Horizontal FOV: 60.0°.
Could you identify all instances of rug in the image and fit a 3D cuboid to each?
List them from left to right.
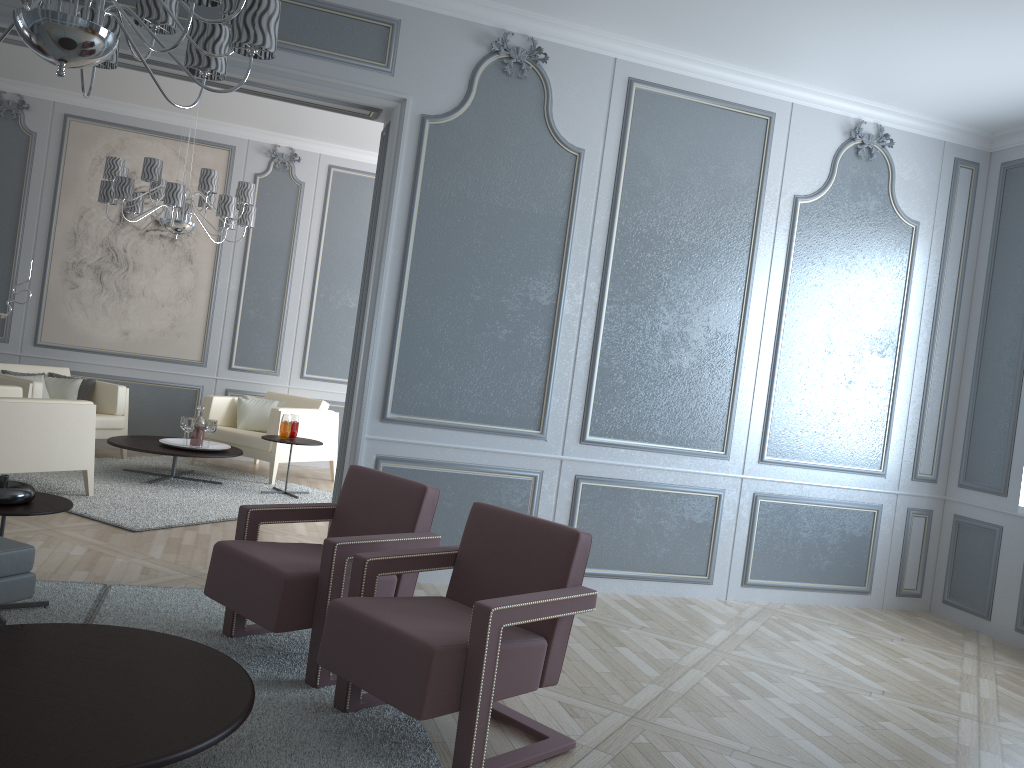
[{"bbox_3d":[-1.128,0.884,1.975,2.017,0.010,3.206,7,1,-17],"label":"rug"},{"bbox_3d":[-2.304,0.660,5.798,2.002,0.010,1.998,8,1,28],"label":"rug"}]

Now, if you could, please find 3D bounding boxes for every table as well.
[{"bbox_3d":[-1.744,0.585,3.012,0.414,0.385,0.414,7,1,-30],"label":"table"},{"bbox_3d":[-1.036,0.782,1.953,0.882,0.239,0.882,8,1,0],"label":"table"},{"bbox_3d":[-2.321,0.537,6.100,0.882,0.239,0.883,7,1,-20],"label":"table"},{"bbox_3d":[-1.527,0.571,6.064,0.414,0.385,0.414,8,1,30],"label":"table"}]

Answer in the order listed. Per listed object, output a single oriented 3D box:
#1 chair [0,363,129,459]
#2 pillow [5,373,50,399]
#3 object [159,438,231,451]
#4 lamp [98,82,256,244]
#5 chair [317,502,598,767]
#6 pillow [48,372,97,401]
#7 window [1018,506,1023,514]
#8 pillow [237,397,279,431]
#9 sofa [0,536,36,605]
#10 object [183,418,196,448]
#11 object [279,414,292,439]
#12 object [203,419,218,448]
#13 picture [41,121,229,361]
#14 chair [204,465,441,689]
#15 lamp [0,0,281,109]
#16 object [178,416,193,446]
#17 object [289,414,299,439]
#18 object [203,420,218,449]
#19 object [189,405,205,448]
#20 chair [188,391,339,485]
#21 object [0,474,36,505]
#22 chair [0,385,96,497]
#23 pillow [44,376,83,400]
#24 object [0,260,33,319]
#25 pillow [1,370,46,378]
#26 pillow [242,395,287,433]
[{"bbox_3d":[-3.352,0.200,6.419,0.738,0.621,0.854,8,1,28],"label":"chair"},{"bbox_3d":[-3.430,0.059,6.299,0.163,0.245,0.311,8,1,17],"label":"pillow"},{"bbox_3d":[-2.173,0.422,6.081,0.468,0.028,0.468,8,1,-5],"label":"object"},{"bbox_3d":[-2.193,-1.527,5.962,0.975,1.119,0.977,7,0,-29],"label":"lamp"},{"bbox_3d":[-0.166,0.688,2.538,0.577,0.620,0.605,8,1,43],"label":"chair"},{"bbox_3d":[-3.304,0.072,6.573,0.351,0.276,0.184,8,0,-1],"label":"pillow"},{"bbox_3d":[3.136,-0.046,3.902,0.349,1.581,1.601,8,0,-17],"label":"window"},{"bbox_3d":[-1.985,0.242,6.906,0.311,0.245,0.163,7,0,-23],"label":"pillow"},{"bbox_3d":[-2.172,0.407,1.733,0.810,0.668,2.202,8,1,23],"label":"sofa"},{"bbox_3d":[-2.194,0.333,6.008,0.080,0.196,0.080,8,0,-14],"label":"object"},{"bbox_3d":[-1.547,0.291,6.059,0.075,0.165,0.075,8,0,-28],"label":"object"},{"bbox_3d":[-2.095,0.344,6.149,0.080,0.196,0.080,8,0,-34],"label":"object"},{"bbox_3d":[-3.021,-1.130,7.150,1.198,1.751,0.001,8,0,-17],"label":"picture"},{"bbox_3d":[-0.654,0.614,3.037,0.577,0.620,0.605,8,1,43],"label":"chair"},{"bbox_3d":[-1.035,-1.306,2.167,0.975,1.119,0.977,7,0,-29],"label":"lamp"},{"bbox_3d":[-2.244,0.325,6.092,0.080,0.196,0.080,8,0,-34],"label":"object"},{"bbox_3d":[-1.515,0.294,6.139,0.075,0.165,0.075,8,0,32],"label":"object"},{"bbox_3d":[-2.069,0.349,6.069,0.080,0.196,0.080,8,0,-34],"label":"object"},{"bbox_3d":[-2.153,0.290,6.093,0.086,0.290,0.086,8,0,4],"label":"object"},{"bbox_3d":[-1.890,0.389,6.873,0.856,0.621,0.736,8,1,28],"label":"chair"},{"bbox_3d":[-1.792,0.275,2.923,0.207,0.221,0.424,8,1,43],"label":"object"},{"bbox_3d":[-2.923,0.282,5.011,0.856,0.621,0.736,8,1,28],"label":"chair"},{"bbox_3d":[-3.336,0.068,6.491,0.311,0.245,0.163,8,0,-13],"label":"pillow"},{"bbox_3d":[-3.871,-0.255,6.397,0.447,1.386,0.446,8,0,28],"label":"object"},{"bbox_3d":[-3.485,0.051,6.368,0.184,0.276,0.350,8,1,29],"label":"pillow"},{"bbox_3d":[-1.968,0.244,6.992,0.351,0.276,0.184,8,0,-11],"label":"pillow"}]
